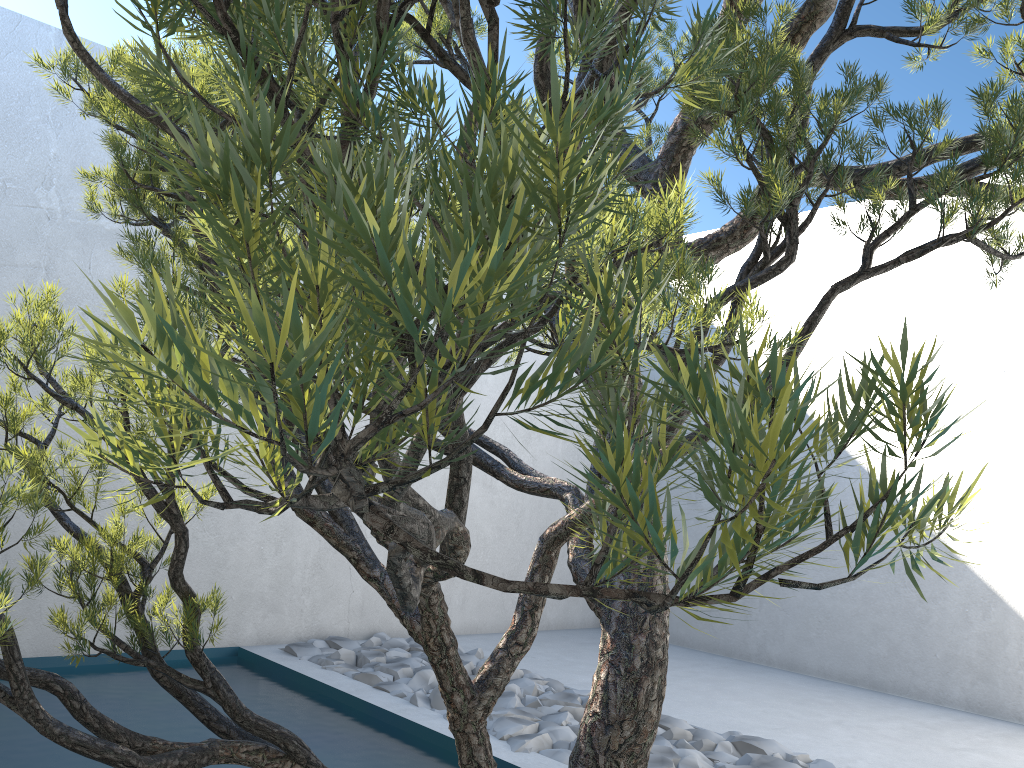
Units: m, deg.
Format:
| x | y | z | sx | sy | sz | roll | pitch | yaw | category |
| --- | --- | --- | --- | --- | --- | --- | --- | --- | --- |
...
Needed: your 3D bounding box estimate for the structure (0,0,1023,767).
| x | y | z | sx | sy | sz | roll | pitch | yaw | category |
| --- | --- | --- | --- | --- | --- | --- | --- | --- | --- |
| 0.172 | -0.365 | 1.742 | 2.518 | 3.453 | 2.602 | 1 | -6 | 42 | structure |
